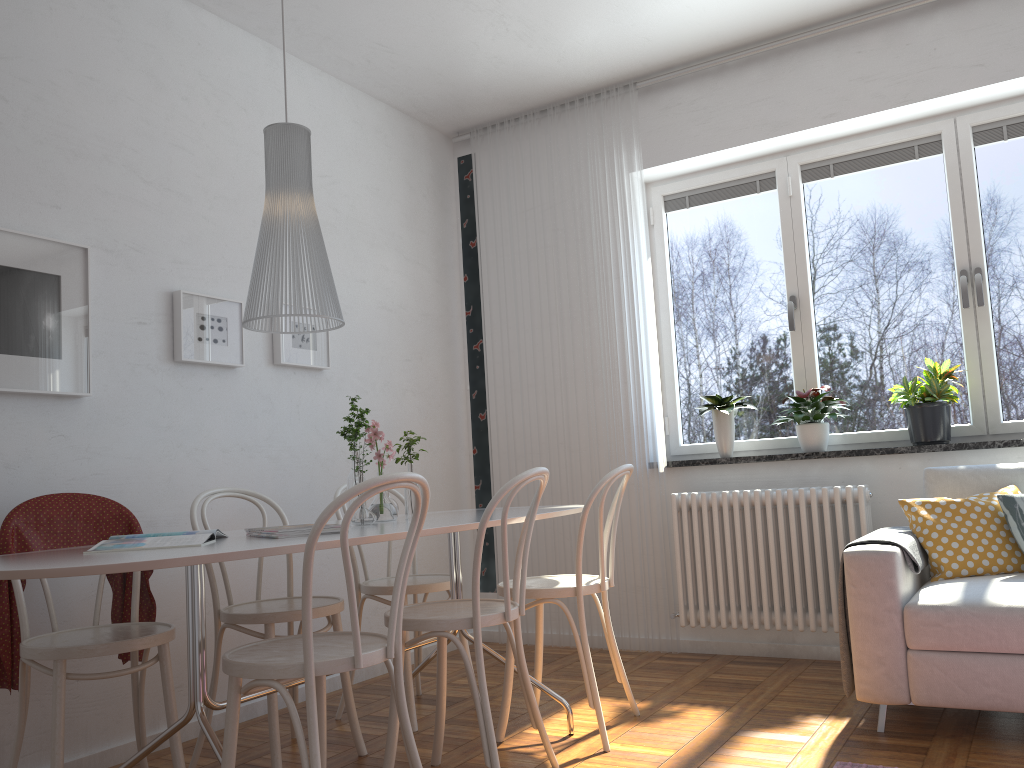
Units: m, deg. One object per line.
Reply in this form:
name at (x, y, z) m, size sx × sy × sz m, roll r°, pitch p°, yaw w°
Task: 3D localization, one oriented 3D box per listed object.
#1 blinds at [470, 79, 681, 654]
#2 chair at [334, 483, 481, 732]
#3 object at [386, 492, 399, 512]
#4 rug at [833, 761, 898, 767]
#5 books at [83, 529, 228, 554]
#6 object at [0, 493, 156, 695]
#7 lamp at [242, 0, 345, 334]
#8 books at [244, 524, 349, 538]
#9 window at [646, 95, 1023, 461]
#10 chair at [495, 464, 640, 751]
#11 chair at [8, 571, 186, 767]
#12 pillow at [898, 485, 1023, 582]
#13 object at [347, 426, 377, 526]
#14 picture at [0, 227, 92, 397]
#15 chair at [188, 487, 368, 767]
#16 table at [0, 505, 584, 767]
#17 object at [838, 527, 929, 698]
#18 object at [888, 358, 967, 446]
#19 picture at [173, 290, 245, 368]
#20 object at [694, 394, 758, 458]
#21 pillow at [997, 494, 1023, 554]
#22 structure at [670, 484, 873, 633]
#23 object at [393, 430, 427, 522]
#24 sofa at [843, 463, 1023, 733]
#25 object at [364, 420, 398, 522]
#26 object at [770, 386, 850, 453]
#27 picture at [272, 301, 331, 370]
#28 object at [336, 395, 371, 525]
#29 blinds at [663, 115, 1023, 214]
blinds at (0.288, -0.076, 4.686) m, size 1.038 × 2.882 × 0.055 m, roll -6°, pitch -6°, yaw 31°
chair at (-0.430, 0.837, 3.553) m, size 0.520 × 0.916 × 0.448 m, roll -7°, pitch -7°, yaw 36°
object at (-0.458, 0.410, 3.182) m, size 0.087 × 0.151 × 0.112 m, roll 1°, pitch -7°, yaw -36°
rug at (1.399, 0.916, 0.979) m, size 2.459 × 0.008 × 2.368 m, roll -7°, pitch -7°, yaw 31°
books at (-0.904, 0.401, 2.295) m, size 0.266 × 0.029 × 0.406 m, roll -2°, pitch -6°, yaw -9°
object at (-1.356, 0.624, 2.729) m, size 0.491 × 0.579 × 0.201 m, roll 2°, pitch -8°, yaw -44°
lamp at (-0.678, -0.913, 2.653) m, size 0.293 × 1.494 × 0.293 m, roll -2°, pitch -5°, yaw -14°
books at (-0.592, 0.400, 2.422) m, size 0.204 × 0.022 × 0.278 m, roll 1°, pitch -7°, yaw -32°
window at (2.054, -0.496, 3.968) m, size 3.023 × 1.508 × 0.151 m, roll -7°, pitch -6°, yaw 31°
chair at (1.709, 0.412, 2.727) m, size 3.696 × 1.340 × 0.448 m, roll -5°, pitch -6°, yaw 16°
chair at (-1.206, 0.776, 2.582) m, size 0.520 × 0.916 × 0.448 m, roll -8°, pitch -7°, yaw 41°
pillow at (1.692, 0.538, 3.228) m, size 0.464 × 0.317 × 0.313 m, roll -3°, pitch -6°, yaw -1°
object at (-0.471, 0.288, 2.776) m, size 0.084 × 0.307 × 0.084 m, roll -2°, pitch -5°, yaw -14°
picture at (-1.583, -0.230, 2.886) m, size 0.050 × 0.523 × 0.431 m, roll -6°, pitch -6°, yaw 31°
chair at (-0.804, 0.800, 3.011) m, size 0.520 × 0.916 × 0.448 m, roll -6°, pitch -6°, yaw 31°
table at (-0.496, 0.823, 2.702) m, size 0.932 × 0.768 × 2.291 m, roll -7°, pitch -7°, yaw 31°
object at (1.369, 0.804, 3.200) m, size 0.288 × 0.533 × 0.608 m, roll -6°, pitch -7°, yaw 31°
object at (1.815, 0.079, 3.918) m, size 0.299 × 0.384 × 0.334 m, roll 2°, pitch -8°, yaw -44°
picture at (-1.200, -0.213, 3.526) m, size 0.047 × 0.272 × 0.312 m, roll -6°, pitch -6°, yaw 31°
object at (1.050, 0.203, 4.343) m, size 0.292 × 0.315 × 0.354 m, roll -6°, pitch -6°, yaw 22°
pillow at (1.970, 0.500, 3.044) m, size 0.469 × 0.288 × 0.310 m, roll -3°, pitch -6°, yaw 2°
structure at (1.191, 0.790, 4.043) m, size 0.973 × 0.623 × 0.224 m, roll -7°, pitch -6°, yaw 31°
object at (-0.319, 0.293, 2.841) m, size 0.098 × 0.293 × 0.146 m, roll -1°, pitch -6°, yaw -26°
sofa at (2.390, 0.625, 2.702) m, size 2.464 × 0.841 × 1.004 m, roll -7°, pitch -7°, yaw 31°
object at (-0.450, 0.294, 3.037) m, size 0.111 × 0.348 × 0.108 m, roll -3°, pitch -5°, yaw 0°
object at (1.418, 0.168, 4.185) m, size 0.380 × 0.308 × 0.371 m, roll -4°, pitch -6°, yaw 5°
picture at (-0.938, -0.212, 3.966) m, size 0.047 × 0.272 × 0.312 m, roll -6°, pitch -6°, yaw 31°
object at (-0.500, 0.243, 2.865) m, size 0.107 × 0.419 × 0.111 m, roll -5°, pitch -6°, yaw 19°
blinds at (2.037, -1.111, 4.054) m, size 2.847 × 0.098 × 0.015 m, roll -7°, pitch -6°, yaw 31°
